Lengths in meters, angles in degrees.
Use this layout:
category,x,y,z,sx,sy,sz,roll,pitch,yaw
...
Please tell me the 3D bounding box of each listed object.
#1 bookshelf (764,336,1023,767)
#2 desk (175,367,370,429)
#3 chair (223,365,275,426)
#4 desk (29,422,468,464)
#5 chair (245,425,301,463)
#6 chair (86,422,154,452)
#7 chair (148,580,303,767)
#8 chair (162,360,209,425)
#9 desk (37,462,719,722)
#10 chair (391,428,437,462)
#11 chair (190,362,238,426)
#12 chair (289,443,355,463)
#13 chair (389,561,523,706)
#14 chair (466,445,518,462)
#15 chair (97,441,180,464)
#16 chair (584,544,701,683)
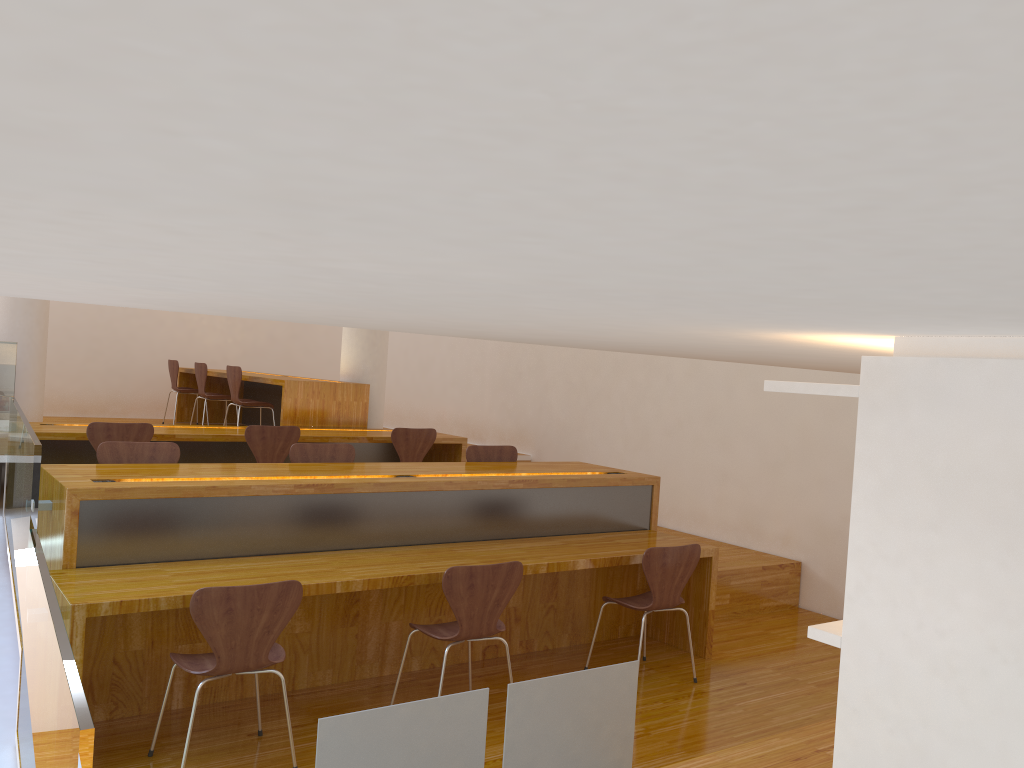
category,x,y,z,sx,sy,sz,roll,pitch,yaw
bookshelf,1.665,0.926,1.950,2.984,1.836,0.498,3,1,-35
desk,-2.467,0.212,8.697,0.760,0.606,3.185,3,1,-35
chair,-2.263,0.198,7.678,0.381,0.693,0.428,3,1,-35
desk,-1.898,0.652,6.679,3.185,0.606,0.760,3,1,-35
chair,-1.743,0.620,6.189,0.428,0.693,0.381,3,1,-35
chair,-2.533,0.575,5.625,0.428,0.693,0.381,3,1,-35
chair,-1.017,1.019,3.178,0.428,0.693,0.381,3,1,-35
chair,-3.440,0.100,9.403,0.381,0.693,0.428,3,1,-35
desk,-0.533,0.926,4.414,3.236,0.918,1.285,3,1,-35
chair,-0.855,0.671,6.868,0.428,0.693,0.381,3,1,-35
chair,-2.825,0.152,8.469,0.381,0.693,0.428,3,1,-35
chair,-0.982,0.686,4.831,0.428,0.693,0.381,3,1,-35
chair,-0.226,1.065,3.741,0.428,0.693,0.381,3,1,-35
chair,-0.050,0.741,5.449,0.428,0.693,0.381,3,1,-35
chair,-1.772,0.641,4.268,0.428,0.693,0.381,3,1,-35
chair,0.662,1.115,4.420,0.428,0.693,0.381,3,1,-35
